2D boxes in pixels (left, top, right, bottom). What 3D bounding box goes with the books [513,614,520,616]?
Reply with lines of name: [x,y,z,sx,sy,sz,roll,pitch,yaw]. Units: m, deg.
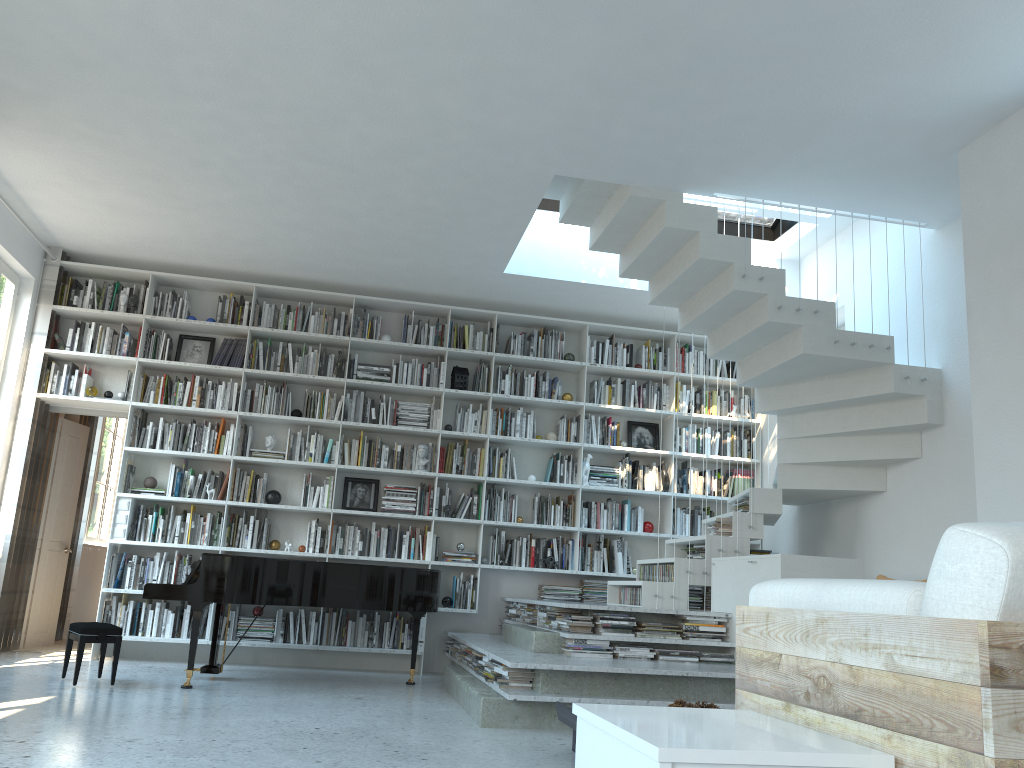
books: [0.110,1.897,7.262,0.152,0.009,0.259,7,-13,-13]

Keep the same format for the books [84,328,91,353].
books: [-3.521,-0.329,7.398,0.024,0.238,0.156,6,-13,-10]

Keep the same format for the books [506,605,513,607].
books: [0.057,1.896,7.555,0.167,0.008,0.235,6,-13,-11]

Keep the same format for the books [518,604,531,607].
books: [0.162,1.746,6.987,0.165,0.015,0.243,7,-14,-14]

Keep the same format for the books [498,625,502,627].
books: [-0.004,2.064,7.544,0.184,0.006,0.263,6,-13,-9]

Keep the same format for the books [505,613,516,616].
books: [0.045,1.961,7.539,0.175,0.017,0.266,5,-13,-7]

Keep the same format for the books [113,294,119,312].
books: [-3.332,-0.645,7.490,0.024,0.187,0.160,6,-13,-10]

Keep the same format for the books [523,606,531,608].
books: [0.174,1.761,6.986,0.149,0.013,0.220,5,-13,-7]

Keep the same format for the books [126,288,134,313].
books: [-3.226,-0.670,7.515,0.027,0.258,0.147,6,-13,-10]

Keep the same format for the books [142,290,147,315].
books: [-3.103,-0.656,7.542,0.025,0.259,0.138,6,-13,-10]

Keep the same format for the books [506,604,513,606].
books: [0.058,1.887,7.557,0.159,0.011,0.246,7,-13,-13]

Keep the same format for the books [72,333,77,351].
books: [-3.620,-0.314,7.385,0.024,0.192,0.138,6,-13,-10]

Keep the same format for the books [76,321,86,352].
books: [-3.566,-0.360,7.373,0.023,0.282,0.186,6,-13,-10]

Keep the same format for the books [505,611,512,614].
books: [0.050,1.947,7.543,0.179,0.012,0.262,6,-13,-10]

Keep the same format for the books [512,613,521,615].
books: [0.107,1.888,7.263,0.163,0.008,0.295,6,-13,-12]

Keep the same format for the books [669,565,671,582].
books: [1.179,1.352,6.312,0.125,0.125,0.011,6,-13,-10]

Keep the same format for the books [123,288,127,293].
books: [-3.272,-0.668,7.500,0.025,0.243,0.168,6,-13,-10]

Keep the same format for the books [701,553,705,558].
books: [1.468,1.254,6.464,0.172,0.019,0.240,0,-14,15]

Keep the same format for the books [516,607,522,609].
books: [0.113,1.843,7.274,0.143,0.012,0.264,5,-13,-5]

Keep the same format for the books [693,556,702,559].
books: [1.505,1.322,6.742,0.175,0.016,0.208,7,-14,-15]

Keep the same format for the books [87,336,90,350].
books: [-3.504,-0.314,7.387,0.010,0.208,0.165,6,-13,-10]

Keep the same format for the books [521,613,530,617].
books: [0.171,1.819,6.973,0.154,0.018,0.221,6,-13,-11]

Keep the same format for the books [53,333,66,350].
books: [-3.736,-0.319,7.359,0.121,0.175,0.130,6,-13,-10]

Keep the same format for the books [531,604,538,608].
books: [0.228,1.681,6.713,0.139,0.028,0.262,5,-13,-5]

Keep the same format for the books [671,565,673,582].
books: [1.189,1.343,6.264,0.125,0.123,0.034,6,-13,-10]

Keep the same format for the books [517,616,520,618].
books: [0.122,1.913,7.261,0.131,0.021,0.240,5,-13,-8]

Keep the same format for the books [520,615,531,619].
books: [0.159,1.838,6.967,0.164,0.023,0.242,5,-13,-6]

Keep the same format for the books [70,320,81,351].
books: [-3.632,-0.369,7.382,0.011,0.296,0.163,6,-13,-10]

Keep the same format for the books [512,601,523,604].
books: [0.105,1.803,7.281,0.171,0.020,0.194,7,-14,-15]

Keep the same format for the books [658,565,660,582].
books: [1.139,1.399,6.522,0.125,0.125,0.009,6,-13,-10]

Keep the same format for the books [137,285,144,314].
books: [-3.139,-0.673,7.537,0.022,0.286,0.175,6,-13,-10]

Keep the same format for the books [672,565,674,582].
books: [1.193,1.338,6.241,0.125,0.123,0.035,6,-13,-10]

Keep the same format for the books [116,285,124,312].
books: [-3.313,-0.685,7.510,0.013,0.274,0.159,6,-13,-10]

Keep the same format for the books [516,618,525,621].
books: [0.149,1.854,6.961,0.190,0.012,0.235,6,-13,-12]

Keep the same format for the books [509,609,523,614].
books: [0.094,1.869,7.265,0.189,0.030,0.238,7,-13,-13]

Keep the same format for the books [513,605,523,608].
books: [0.113,1.829,7.277,0.163,0.018,0.290,6,-13,-11]

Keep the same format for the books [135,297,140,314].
books: [-3.167,-0.626,7.523,0.028,0.184,0.168,6,-13,-10]

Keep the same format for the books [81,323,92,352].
books: [-3.545,-0.355,7.399,0.028,0.287,0.133,6,-13,-10]

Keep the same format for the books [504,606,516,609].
books: [0.046,1.906,7.551,0.171,0.015,0.253,7,-14,-14]

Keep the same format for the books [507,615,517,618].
books: [0.052,1.978,7.537,0.163,0.017,0.233,5,-13,-8]

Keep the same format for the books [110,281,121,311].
books: [-3.356,-0.708,7.510,0.029,0.314,0.129,6,-13,-10]

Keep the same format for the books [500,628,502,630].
books: [0.003,2.091,7.540,0.170,0.012,0.215,6,-13,-10]

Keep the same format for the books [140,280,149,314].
books: [-3.119,-0.697,7.541,0.014,0.337,0.168,6,-13,-10]

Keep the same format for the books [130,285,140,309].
books: [-3.208,-0.681,7.534,0.013,0.291,0.154,6,-13,-10]

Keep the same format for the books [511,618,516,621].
books: [0.102,1.929,7.254,0.173,0.016,0.233,6,-13,-11]

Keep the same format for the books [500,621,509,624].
books: [0.001,2.034,7.552,0.174,0.009,0.240,5,-13,-8]

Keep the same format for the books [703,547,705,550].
books: [1.482,1.204,6.473,0.168,0.014,0.213,1,-13,10]

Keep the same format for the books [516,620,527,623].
books: [0.153,1.866,6.960,0.183,0.012,0.297,6,-13,-11]

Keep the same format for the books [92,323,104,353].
books: [-3.458,-0.349,7.407,0.037,0.291,0.156,6,-13,-10]

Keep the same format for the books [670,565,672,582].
books: [1.186,1.347,6.279,0.125,0.122,0.037,6,-13,-10]

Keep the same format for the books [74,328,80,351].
books: [-3.591,-0.334,7.368,0.023,0.227,0.172,6,-13,-10]

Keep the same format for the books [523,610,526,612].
books: [0.174,1.791,6.979,0.144,0.013,0.221,5,-13,-7]

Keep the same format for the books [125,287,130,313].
books: [-3.251,-0.669,7.514,0.021,0.253,0.179,6,-13,-10]

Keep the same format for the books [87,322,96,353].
books: [-3.483,-0.354,7.383,0.021,0.285,0.179,6,-13,-10]

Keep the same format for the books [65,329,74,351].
books: [-3.656,-0.333,7.367,0.034,0.217,0.166,6,-13,-10]

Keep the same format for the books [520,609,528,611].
books: [0.167,1.780,6.980,0.167,0.008,0.235,6,-13,-11]

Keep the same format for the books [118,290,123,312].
books: [-3.297,-0.660,7.506,0.021,0.226,0.156,6,-13,-10]

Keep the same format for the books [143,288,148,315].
books: [-3.072,-0.658,7.510,0.024,0.251,0.235,6,-13,-10]

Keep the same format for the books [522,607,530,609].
books: [0.173,1.772,6.983,0.160,0.010,0.180,6,-13,-10]
